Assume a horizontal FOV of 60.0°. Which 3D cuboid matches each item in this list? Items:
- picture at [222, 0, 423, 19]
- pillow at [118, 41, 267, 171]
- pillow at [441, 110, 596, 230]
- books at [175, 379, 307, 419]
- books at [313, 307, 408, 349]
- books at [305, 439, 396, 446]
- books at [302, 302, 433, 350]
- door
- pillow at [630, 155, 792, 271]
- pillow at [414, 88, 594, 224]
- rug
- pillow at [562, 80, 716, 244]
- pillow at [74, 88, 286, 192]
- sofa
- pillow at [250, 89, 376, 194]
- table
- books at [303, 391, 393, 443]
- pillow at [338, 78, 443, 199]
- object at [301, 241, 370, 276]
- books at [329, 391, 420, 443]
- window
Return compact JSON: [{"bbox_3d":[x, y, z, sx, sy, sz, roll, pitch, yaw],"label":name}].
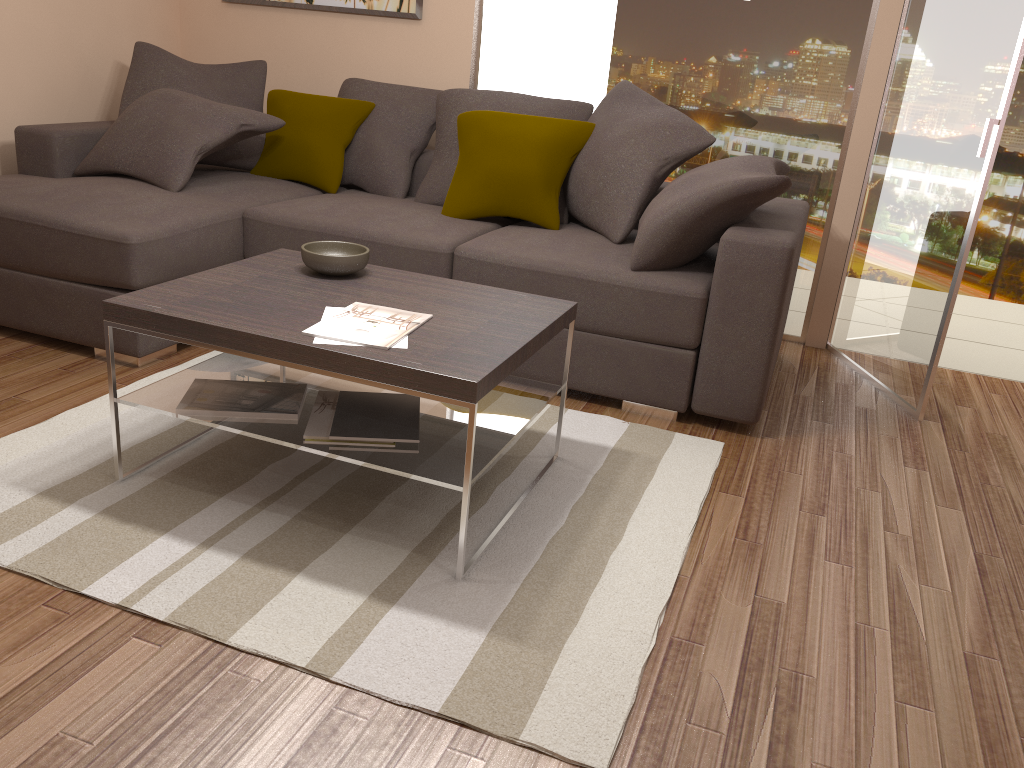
[{"bbox_3d":[-1.041,-2.477,4.803,1.260,0.835,0.032,12,22,17],"label":"picture"},{"bbox_3d":[-1.628,-1.420,4.545,0.806,0.578,0.483,-5,23,-25],"label":"pillow"},{"bbox_3d":[0.031,-0.971,4.056,0.658,0.492,0.382,8,21,7],"label":"pillow"},{"bbox_3d":[-0.782,0.046,2.597,0.332,0.026,0.241,3,21,-7],"label":"books"},{"bbox_3d":[-0.401,-0.153,2.417,0.241,0.008,0.332,3,21,-7],"label":"books"},{"bbox_3d":[-0.449,0.105,2.543,0.241,0.013,0.332,3,21,-6],"label":"books"},{"bbox_3d":[-0.387,-0.163,2.427,0.241,0.010,0.332,10,21,13],"label":"books"},{"bbox_3d":[1.764,-1.145,3.739,0.060,2.419,0.967,3,21,-6],"label":"door"},{"bbox_3d":[0.806,-0.689,3.589,0.560,0.470,0.749,11,21,13],"label":"pillow"},{"bbox_3d":[-0.046,-1.114,4.333,0.783,0.590,0.459,10,21,12],"label":"pillow"},{"bbox_3d":[-0.498,0.277,2.828,2.122,0.024,1.791,12,22,17],"label":"rug"},{"bbox_3d":[0.496,-1.015,3.968,0.399,0.635,0.811,-3,22,-23],"label":"pillow"},{"bbox_3d":[-1.587,-1.161,4.187,0.792,0.415,0.645,14,22,22],"label":"pillow"},{"bbox_3d":[-0.606,-0.578,4.011,3.565,0.776,1.906,12,22,17],"label":"sofa"},{"bbox_3d":[-1.063,-1.239,4.564,0.631,0.486,0.335,13,22,20],"label":"pillow"},{"bbox_3d":[-0.478,0.014,2.735,1.110,0.558,0.856,12,22,17],"label":"table"},{"bbox_3d":[-0.454,0.090,2.550,0.241,0.008,0.332,3,21,-6],"label":"books"},{"bbox_3d":[-0.707,-1.285,4.667,0.787,0.576,0.431,19,24,31],"label":"pillow"},{"bbox_3d":[-0.580,-0.406,2.911,0.219,0.081,0.219,14,22,22],"label":"object"},{"bbox_3d":[-0.386,0.090,2.545,0.241,0.008,0.332,3,21,-7],"label":"books"},{"bbox_3d":[0.719,-1.539,4.510,1.983,2.419,0.020,12,22,17],"label":"window"}]
